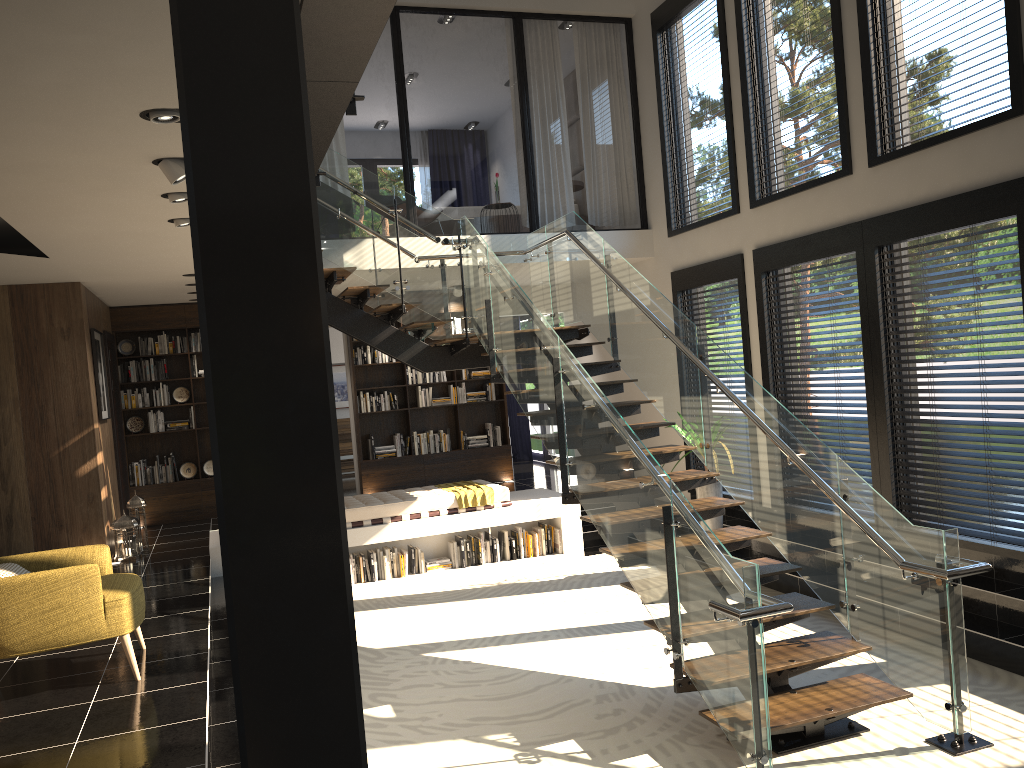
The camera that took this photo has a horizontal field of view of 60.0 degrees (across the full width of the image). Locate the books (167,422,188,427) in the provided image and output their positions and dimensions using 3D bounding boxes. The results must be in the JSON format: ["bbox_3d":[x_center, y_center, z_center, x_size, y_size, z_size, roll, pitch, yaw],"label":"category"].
[{"bbox_3d":[-4.160,0.504,11.029,0.243,0.033,0.142,-5,1,-22],"label":"books"}]

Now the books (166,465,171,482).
[{"bbox_3d":[-4.256,1.110,11.003,0.033,0.208,0.192,-5,1,-19],"label":"books"}]

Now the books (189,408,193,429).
[{"bbox_3d":[-4.008,0.429,11.078,0.032,0.262,0.157,-5,2,-19],"label":"books"}]

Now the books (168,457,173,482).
[{"bbox_3d":[-4.226,1.060,10.993,0.027,0.304,0.204,-5,2,-19],"label":"books"}]

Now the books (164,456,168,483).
[{"bbox_3d":[-4.278,1.055,10.975,0.016,0.322,0.218,-5,2,-19],"label":"books"}]

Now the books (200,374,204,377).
[{"bbox_3d":[-3.807,-0.114,11.191,0.239,0.033,0.176,-5,1,-21],"label":"books"}]

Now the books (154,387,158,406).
[{"bbox_3d":[-4.392,0.153,10.948,0.020,0.243,0.154,-5,2,-19],"label":"books"}]

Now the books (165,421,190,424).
[{"bbox_3d":[-4.160,0.479,11.016,0.293,0.016,0.174,-5,1,-20],"label":"books"}]

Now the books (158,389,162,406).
[{"bbox_3d":[-4.348,0.164,10.976,0.027,0.214,0.159,-5,1,-19],"label":"books"}]

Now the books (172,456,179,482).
[{"bbox_3d":[-4.176,1.049,11.009,0.042,0.316,0.193,-5,2,-18],"label":"books"}]

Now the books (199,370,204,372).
[{"bbox_3d":[-3.810,-0.171,11.185,0.264,0.021,0.189,-5,1,-21],"label":"books"}]

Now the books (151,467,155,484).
[{"bbox_3d":[-4.423,1.126,10.949,0.029,0.207,0.166,-5,1,-19],"label":"books"}]

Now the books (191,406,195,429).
[{"bbox_3d":[-3.977,0.414,11.062,0.018,0.286,0.157,-5,2,-19],"label":"books"}]

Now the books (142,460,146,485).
[{"bbox_3d":[-4.523,1.087,10.921,0.018,0.302,0.195,-5,2,-19],"label":"books"}]

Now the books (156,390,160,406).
[{"bbox_3d":[-4.364,0.176,10.945,0.025,0.194,0.172,-5,1,-19],"label":"books"}]

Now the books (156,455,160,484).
[{"bbox_3d":[-4.354,1.053,10.930,0.016,0.341,0.217,-5,2,-19],"label":"books"}]

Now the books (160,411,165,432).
[{"bbox_3d":[-4.323,0.461,10.982,0.030,0.253,0.138,-5,2,-19],"label":"books"}]

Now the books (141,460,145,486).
[{"bbox_3d":[-4.528,1.086,10.884,0.015,0.306,0.222,-5,1,-19],"label":"books"}]

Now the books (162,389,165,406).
[{"bbox_3d":[-4.307,0.162,10.980,0.018,0.211,0.157,-5,1,-19],"label":"books"}]

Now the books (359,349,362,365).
[{"bbox_3d":[-2.009,-0.355,11.745,0.021,0.207,0.102,-5,2,-19],"label":"books"}]

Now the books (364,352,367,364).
[{"bbox_3d":[-1.952,-0.340,11.751,0.030,0.168,0.125,-5,1,-19],"label":"books"}]

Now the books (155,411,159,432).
[{"bbox_3d":[-4.377,0.460,10.953,0.024,0.265,0.148,-5,2,-19],"label":"books"}]

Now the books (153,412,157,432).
[{"bbox_3d":[-4.404,0.472,10.950,0.031,0.245,0.120,-5,2,-19],"label":"books"}]

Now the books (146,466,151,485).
[{"bbox_3d":[-4.480,1.128,10.951,0.035,0.212,0.159,-5,1,-19],"label":"books"}]

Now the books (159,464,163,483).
[{"bbox_3d":[-4.338,1.110,10.976,0.034,0.223,0.209,-5,1,-19],"label":"books"}]

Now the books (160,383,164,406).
[{"bbox_3d":[-4.322,0.127,10.959,0.018,0.284,0.198,-5,2,-19],"label":"books"}]

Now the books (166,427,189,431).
[{"bbox_3d":[-4.155,0.557,11.028,0.262,0.032,0.154,-5,1,-16],"label":"books"}]

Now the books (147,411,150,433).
[{"bbox_3d":[-4.472,0.469,10.927,0.020,0.264,0.152,-5,2,-19],"label":"books"}]

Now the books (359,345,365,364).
[{"bbox_3d":[-1.988,-0.381,11.753,0.029,0.255,0.128,-5,2,-19],"label":"books"}]

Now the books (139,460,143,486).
[{"bbox_3d":[-4.544,1.088,10.885,0.016,0.304,0.217,-5,1,-19],"label":"books"}]

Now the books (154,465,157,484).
[{"bbox_3d":[-4.395,1.116,10.947,0.026,0.222,0.209,-5,1,-19],"label":"books"}]

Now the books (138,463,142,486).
[{"bbox_3d":[-4.559,1.107,10.875,0.022,0.269,0.216,-5,1,-19],"label":"books"}]

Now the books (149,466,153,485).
[{"bbox_3d":[-4.439,1.122,10.915,0.021,0.217,0.220,-5,1,-19],"label":"books"}]

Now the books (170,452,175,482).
[{"bbox_3d":[-4.199,1.031,10.977,0.019,0.357,0.235,-5,2,-19],"label":"books"}]

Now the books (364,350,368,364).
[{"bbox_3d":[-1.930,-0.356,11.762,0.021,0.196,0.103,-5,2,-19],"label":"books"}]

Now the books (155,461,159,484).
[{"bbox_3d":[-4.373,1.084,10.942,0.017,0.282,0.232,-5,1,-19],"label":"books"}]

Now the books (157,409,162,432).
[{"bbox_3d":[-4.348,0.450,10.954,0.032,0.279,0.133,-5,2,-19],"label":"books"}]

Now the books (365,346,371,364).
[{"bbox_3d":[-1.908,-0.383,11.775,0.034,0.245,0.127,-5,2,-19],"label":"books"}]

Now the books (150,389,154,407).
[{"bbox_3d":[-4.443,0.171,10.939,0.053,0.216,0.151,-5,2,-19],"label":"books"}]

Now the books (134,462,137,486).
[{"bbox_3d":[-4.609,1.105,10.872,0.014,0.282,0.232,-5,1,-19],"label":"books"}]

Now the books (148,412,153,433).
[{"bbox_3d":[-4.438,0.470,10.901,0.026,0.257,0.192,-5,1,-19],"label":"books"}]

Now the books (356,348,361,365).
[{"bbox_3d":[-2.036,-0.364,11.742,0.030,0.230,0.103,-5,2,-19],"label":"books"}]

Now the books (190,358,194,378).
[{"bbox_3d":[-4.011,-0.200,11.120,0.028,0.242,0.194,-5,1,-19],"label":"books"}]

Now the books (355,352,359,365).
[{"bbox_3d":[-2.061,-0.335,11.719,0.037,0.178,0.109,-5,2,-19],"label":"books"}]

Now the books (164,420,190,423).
[{"bbox_3d":[-4.157,0.464,11.009,0.292,0.013,0.187,-5,1,-16],"label":"books"}]

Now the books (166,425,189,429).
[{"bbox_3d":[-4.158,0.530,11.029,0.266,0.021,0.152,-5,1,-20],"label":"books"}]

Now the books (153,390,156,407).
[{"bbox_3d":[-4.398,0.173,10.917,0.016,0.206,0.204,-5,1,-19],"label":"books"}]

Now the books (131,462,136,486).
[{"bbox_3d":[-4.641,1.104,10.895,0.032,0.288,0.180,-5,2,-19],"label":"books"}]

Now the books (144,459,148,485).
[{"bbox_3d":[-4.503,1.084,10.921,0.020,0.304,0.189,-5,2,-19],"label":"books"}]

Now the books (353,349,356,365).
[{"bbox_3d":[-2.097,-0.350,11.716,0.030,0.212,0.127,-5,2,-19],"label":"books"}]

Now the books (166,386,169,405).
[{"bbox_3d":[-4.271,0.142,11.002,0.023,0.245,0.133,-5,2,-19],"label":"books"}]

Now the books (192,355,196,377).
[{"bbox_3d":[-3.978,-0.221,11.104,0.027,0.279,0.166,-5,2,-19],"label":"books"}]

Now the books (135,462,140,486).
[{"bbox_3d":[-4.594,1.103,10.896,0.030,0.283,0.170,-5,2,-19],"label":"books"}]

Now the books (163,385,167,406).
[{"bbox_3d":[-4.286,0.136,10.974,0.021,0.260,0.197,-5,1,-19],"label":"books"}]

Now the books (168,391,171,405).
[{"bbox_3d":[-4.248,0.172,10.999,0.015,0.181,0.136,-5,1,-19],"label":"books"}]

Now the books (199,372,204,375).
[{"bbox_3d":[-3.805,-0.145,11.178,0.266,0.030,0.209,-5,1,-18],"label":"books"}]

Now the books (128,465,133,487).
[{"bbox_3d":[-4.668,1.120,10.879,0.032,0.262,0.194,-5,1,-19],"label":"books"}]

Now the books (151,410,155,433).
[{"bbox_3d":[-4.421,0.459,10.918,0.018,0.275,0.144,-5,2,-19],"label":"books"}]

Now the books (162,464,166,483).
[{"bbox_3d":[-4.305,1.107,10.987,0.036,0.222,0.173,-5,1,-19],"label":"books"}]

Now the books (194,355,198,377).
[{"bbox_3d":[-3.959,-0.223,11.115,0.016,0.278,0.209,-5,1,-19],"label":"books"}]
